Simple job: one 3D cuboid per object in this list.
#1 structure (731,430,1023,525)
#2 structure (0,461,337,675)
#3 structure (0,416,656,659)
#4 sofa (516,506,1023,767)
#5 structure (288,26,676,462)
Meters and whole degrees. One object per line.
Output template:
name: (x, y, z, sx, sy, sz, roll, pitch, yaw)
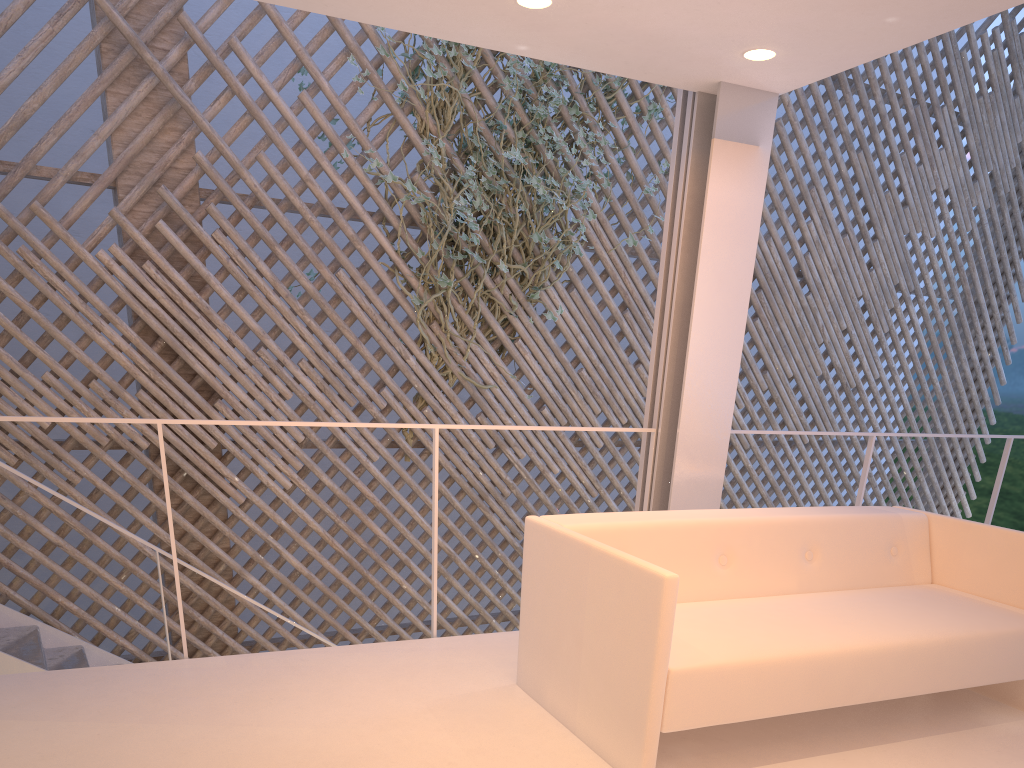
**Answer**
structure: (1.262, 0.440, 2.516, 1.694, 0.619, 0.025, 1, 19, -22)
structure: (-0.882, 1.061, 2.659, 1.939, 2.151, 1.078, -4, 17, -28)
structure: (-0.437, 0.371, 1.806, 1.696, 0.619, 0.025, 1, 19, -22)
sofa: (0.565, 0.473, 1.642, 0.981, 0.407, 0.459, 1, 10, -23)
structure: (0.223, -1.071, 3.166, 2.326, 2.983, 0.670, -5, 20, -29)
